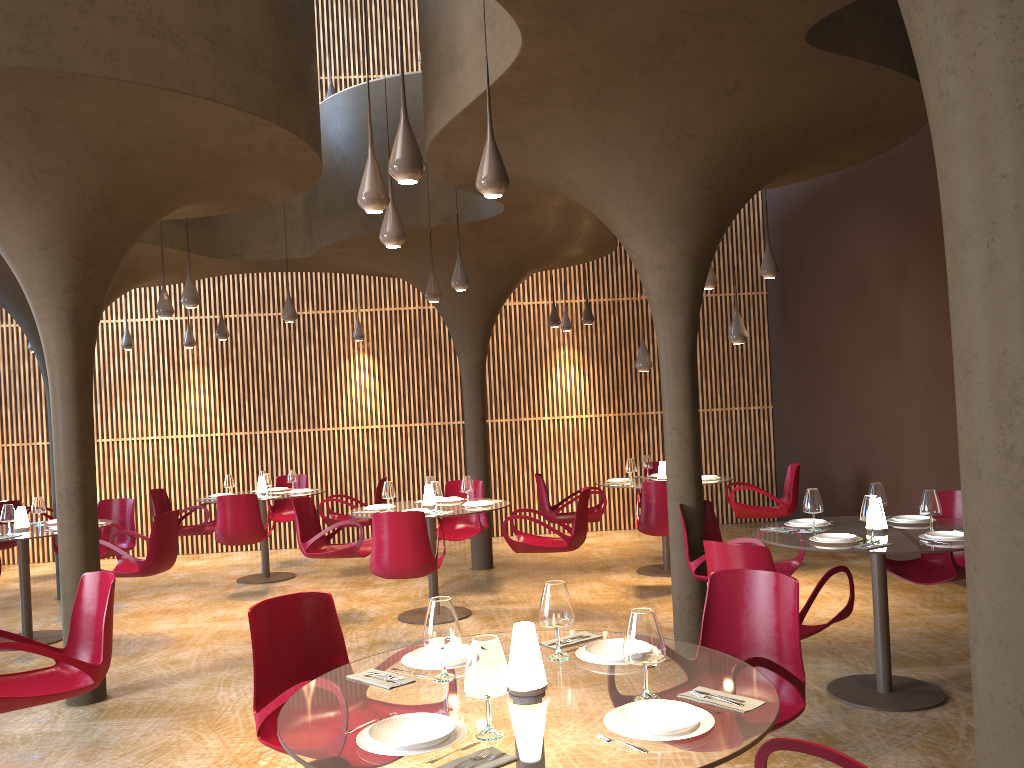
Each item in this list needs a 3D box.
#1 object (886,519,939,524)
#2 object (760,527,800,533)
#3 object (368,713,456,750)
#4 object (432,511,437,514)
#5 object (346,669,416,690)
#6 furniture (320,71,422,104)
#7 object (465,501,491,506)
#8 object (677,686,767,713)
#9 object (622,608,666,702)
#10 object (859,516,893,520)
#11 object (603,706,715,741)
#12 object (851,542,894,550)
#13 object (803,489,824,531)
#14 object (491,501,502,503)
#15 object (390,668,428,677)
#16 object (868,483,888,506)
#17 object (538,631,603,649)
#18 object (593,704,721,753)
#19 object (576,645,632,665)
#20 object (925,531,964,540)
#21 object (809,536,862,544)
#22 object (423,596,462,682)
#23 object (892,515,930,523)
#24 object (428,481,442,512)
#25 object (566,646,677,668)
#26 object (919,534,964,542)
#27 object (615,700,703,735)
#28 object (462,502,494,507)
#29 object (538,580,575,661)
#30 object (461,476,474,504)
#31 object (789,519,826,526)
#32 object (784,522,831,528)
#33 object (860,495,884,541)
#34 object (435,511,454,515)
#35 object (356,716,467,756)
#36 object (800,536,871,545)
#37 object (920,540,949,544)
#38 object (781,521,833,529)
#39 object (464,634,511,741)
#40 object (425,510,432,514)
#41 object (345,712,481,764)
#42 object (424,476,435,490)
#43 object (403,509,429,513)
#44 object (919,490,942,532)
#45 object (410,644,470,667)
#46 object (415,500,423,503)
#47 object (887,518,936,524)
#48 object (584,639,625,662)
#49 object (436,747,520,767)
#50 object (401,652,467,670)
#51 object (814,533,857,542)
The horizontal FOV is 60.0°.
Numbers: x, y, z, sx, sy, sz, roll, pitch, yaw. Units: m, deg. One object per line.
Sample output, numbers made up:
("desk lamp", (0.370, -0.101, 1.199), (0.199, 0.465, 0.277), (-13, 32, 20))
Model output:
("object", (2.941, 1.007, 6.517), (0.204, 0.012, 0.411), (-2, -2, -38))
("object", (1.944, 1.060, 6.439), (0.126, 0.017, 0.262), (-2, -2, -36))
("object", (-0.300, 1.048, 2.665), (0.263, 0.029, 0.263), (-4, -2, 33))
("object", (-0.949, 1.259, 8.664), (0.411, 0.012, 0.204), (-3, -2, 8))
("object", (-0.486, 1.091, 3.277), (0.262, 0.017, 0.126), (-4, -2, 43))
("furniture", (-1.597, -2.923, 10.642), (2.533, 1.047, 0.900), (-4, -1, 39))
("object", (-0.347, 1.231, 9.120), (0.263, 0.029, 0.263), (-3, -2, 5))
("object", (0.677, 1.022, 2.872), (0.126, 0.017, 0.262), (-1, -2, -43))
("object", (0.435, 0.891, 2.913), (0.142, 0.295, 0.142), (-3, 0, 24))
("object", (2.785, 1.028, 6.781), (0.262, 0.017, 0.126), (-2, -2, -34))
("object", (0.443, 1.021, 2.680), (0.332, 0.014, 0.332), (-3, -2, 22))
("object", (2.271, 1.020, 5.580), (0.262, 0.017, 0.126), (-2, -2, -30))
("object", (2.164, 0.903, 6.369), (0.142, 0.295, 0.142), (-3, 0, 31))
("object", (-0.238, 1.251, 9.402), (0.262, 0.017, 0.126), (-3, -2, 18))
("object", (-0.265, 1.080, 3.490), (0.204, 0.012, 0.410), (-4, -2, 39))
("object", (2.701, 0.881, 6.555), (0.142, 0.295, 0.142), (-3, 0, 10))
("object", (0.245, 1.066, 3.682), (0.262, 0.017, 0.126), (-2, -2, -37))
("object", (0.440, 1.022, 2.676), (0.204, 0.012, 0.410), (-4, -2, 43))
("object", (0.413, 1.044, 3.432), (0.332, 0.014, 0.332), (-3, -2, 1))
("object", (2.802, 0.980, 5.711), (0.263, 0.029, 0.263), (-2, -2, -17))
("object", (2.135, 1.027, 5.850), (0.331, 0.014, 0.332), (-2, -2, -17))
("object", (-0.256, 0.935, 3.253), (0.142, 0.295, 0.142), (-3, 0, -37))
("object", (2.938, 0.996, 6.520), (0.263, 0.029, 0.263), (-1, -2, -43))
("object", (-0.761, 1.115, 8.799), (0.142, 0.295, 0.142), (-3, 0, -11))
("object", (0.416, 1.045, 3.428), (0.204, 0.012, 0.411), (-1, -2, -42))
("object", (2.803, 0.990, 5.711), (0.331, 0.014, 0.332), (-2, -2, -20))
("object", (0.443, 1.012, 2.680), (0.263, 0.029, 0.263), (-3, -2, 18))
("object", (-0.347, 1.241, 9.120), (0.332, 0.014, 0.331), (-4, -2, 31))
("object", (0.174, 0.919, 3.452), (0.142, 0.295, 0.142), (-3, 0, 29))
("object", (-0.470, 1.116, 9.322), (0.142, 0.295, 0.142), (-3, 0, -28))
("object", (2.199, 1.035, 6.600), (0.263, 0.029, 0.263), (-4, -2, 26))
("object", (2.199, 1.044, 6.600), (0.331, 0.014, 0.332), (-2, -2, -19))
("object", (2.355, 0.877, 5.801), (0.142, 0.295, 0.142), (-3, 0, 2))
("object", (-0.653, 1.248, 8.582), (0.126, 0.017, 0.262), (-3, -2, 12))
("object", (-0.300, 1.057, 2.665), (0.332, 0.014, 0.332), (-3, -2, -6))
("object", (2.132, 1.028, 5.854), (0.204, 0.012, 0.411), (-2, -2, -34))
("object", (2.800, 0.991, 5.707), (0.410, 0.012, 0.204), (-1, -2, -44))
("object", (2.203, 1.046, 6.603), (0.410, 0.012, 0.204), (-1, -2, -40))
("object", (-0.074, 0.909, 2.661), (0.142, 0.295, 0.142), (-3, 0, -9))
("object", (-0.944, 1.258, 8.664), (0.331, 0.014, 0.332), (-2, -2, -13))
("object", (-0.303, 1.059, 2.668), (0.411, 0.012, 0.204), (-4, -2, 45))
("object", (-0.879, 1.142, 9.561), (0.142, 0.295, 0.142), (-3, 0, 29))
("object", (-0.945, 1.248, 8.664), (0.263, 0.029, 0.263), (-3, -2, 16))
("object", (2.807, 0.859, 5.944), (0.142, 0.295, 0.142), (-3, 0, -18))
("object", (-0.268, 1.069, 3.486), (0.263, 0.029, 0.263), (-4, -2, 34))
("object", (-0.988, 1.298, 9.769), (0.126, 0.017, 0.262), (-3, -2, 8))
("object", (2.938, 1.006, 6.520), (0.332, 0.014, 0.332), (-3, -2, 14))
("object", (0.412, 1.034, 3.432), (0.263, 0.029, 0.263), (-3, -2, -5))
("object", (-0.115, 1.049, 2.426), (0.262, 0.017, 0.126), (-1, -2, -41))
("object", (-0.268, 1.079, 3.486), (0.332, 0.014, 0.332), (-3, -2, 5))
("object", (2.134, 1.017, 5.851), (0.263, 0.029, 0.263), (-4, -2, 44))
